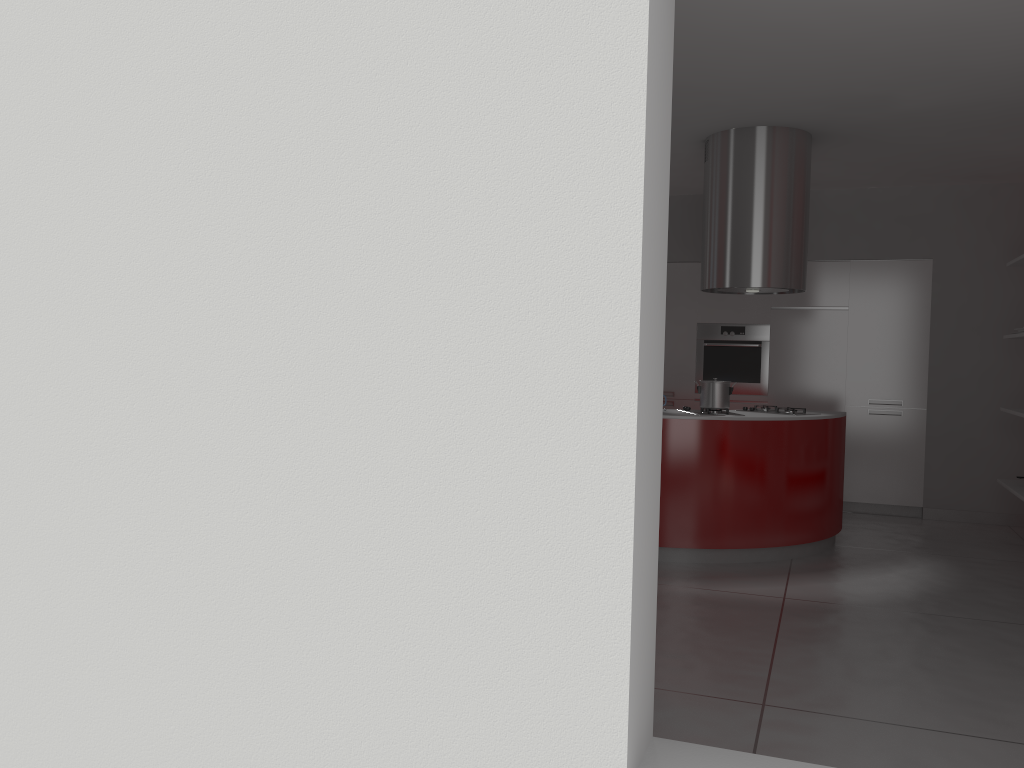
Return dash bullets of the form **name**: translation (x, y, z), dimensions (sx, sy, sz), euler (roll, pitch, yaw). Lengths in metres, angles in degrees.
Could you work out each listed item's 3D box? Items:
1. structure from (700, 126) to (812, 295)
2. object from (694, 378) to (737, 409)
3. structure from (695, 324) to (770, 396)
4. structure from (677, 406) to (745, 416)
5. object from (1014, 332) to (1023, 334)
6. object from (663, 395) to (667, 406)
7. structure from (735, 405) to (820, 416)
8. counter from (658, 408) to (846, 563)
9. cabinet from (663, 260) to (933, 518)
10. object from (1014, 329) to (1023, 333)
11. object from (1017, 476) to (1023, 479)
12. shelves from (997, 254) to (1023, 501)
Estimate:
- **structure**: translation (1.528, -1.057, 5.572), dimensions (0.644, 0.958, 0.644), euler (1, 2, -14)
- **object**: translation (1.243, 0.056, 5.433), dimensions (0.218, 0.185, 0.189), euler (1, 2, -18)
- **structure**: translation (1.839, -0.208, 7.419), dimensions (0.599, 0.589, 0.050), euler (2, 2, 20)
- **structure**: translation (1.235, 0.163, 5.536), dimensions (0.303, 0.037, 0.457), euler (1, 2, -5)
- **object**: translation (3.564, -0.340, 6.052), dimensions (0.280, 0.015, 0.280), euler (0, 2, -33)
- **object**: translation (0.913, 0.102, 5.592), dimensions (0.109, 0.100, 0.080), euler (1, 2, -7)
- **structure**: translation (1.724, 0.167, 5.751), dimensions (0.303, 0.037, 0.457), euler (0, 3, -40)
- **counter**: translation (0.777, 0.578, 6.463), dimensions (1.868, 0.880, 2.865), euler (0, 3, -36)
- **cabinet**: translation (2.223, -0.002, 7.623), dimensions (2.398, 2.026, 0.614), euler (2, 2, 20)
- **object**: translation (3.564, -0.354, 6.051), dimensions (0.244, 0.042, 0.244), euler (2, 2, 4)
- **object**: translation (3.624, 0.625, 5.969), dimensions (0.407, 0.130, 0.308), euler (2, 2, 27)
- **shelves**: translation (3.477, -0.183, 5.500), dimensions (0.535, 2.599, 1.735), euler (2, 2, 20)
